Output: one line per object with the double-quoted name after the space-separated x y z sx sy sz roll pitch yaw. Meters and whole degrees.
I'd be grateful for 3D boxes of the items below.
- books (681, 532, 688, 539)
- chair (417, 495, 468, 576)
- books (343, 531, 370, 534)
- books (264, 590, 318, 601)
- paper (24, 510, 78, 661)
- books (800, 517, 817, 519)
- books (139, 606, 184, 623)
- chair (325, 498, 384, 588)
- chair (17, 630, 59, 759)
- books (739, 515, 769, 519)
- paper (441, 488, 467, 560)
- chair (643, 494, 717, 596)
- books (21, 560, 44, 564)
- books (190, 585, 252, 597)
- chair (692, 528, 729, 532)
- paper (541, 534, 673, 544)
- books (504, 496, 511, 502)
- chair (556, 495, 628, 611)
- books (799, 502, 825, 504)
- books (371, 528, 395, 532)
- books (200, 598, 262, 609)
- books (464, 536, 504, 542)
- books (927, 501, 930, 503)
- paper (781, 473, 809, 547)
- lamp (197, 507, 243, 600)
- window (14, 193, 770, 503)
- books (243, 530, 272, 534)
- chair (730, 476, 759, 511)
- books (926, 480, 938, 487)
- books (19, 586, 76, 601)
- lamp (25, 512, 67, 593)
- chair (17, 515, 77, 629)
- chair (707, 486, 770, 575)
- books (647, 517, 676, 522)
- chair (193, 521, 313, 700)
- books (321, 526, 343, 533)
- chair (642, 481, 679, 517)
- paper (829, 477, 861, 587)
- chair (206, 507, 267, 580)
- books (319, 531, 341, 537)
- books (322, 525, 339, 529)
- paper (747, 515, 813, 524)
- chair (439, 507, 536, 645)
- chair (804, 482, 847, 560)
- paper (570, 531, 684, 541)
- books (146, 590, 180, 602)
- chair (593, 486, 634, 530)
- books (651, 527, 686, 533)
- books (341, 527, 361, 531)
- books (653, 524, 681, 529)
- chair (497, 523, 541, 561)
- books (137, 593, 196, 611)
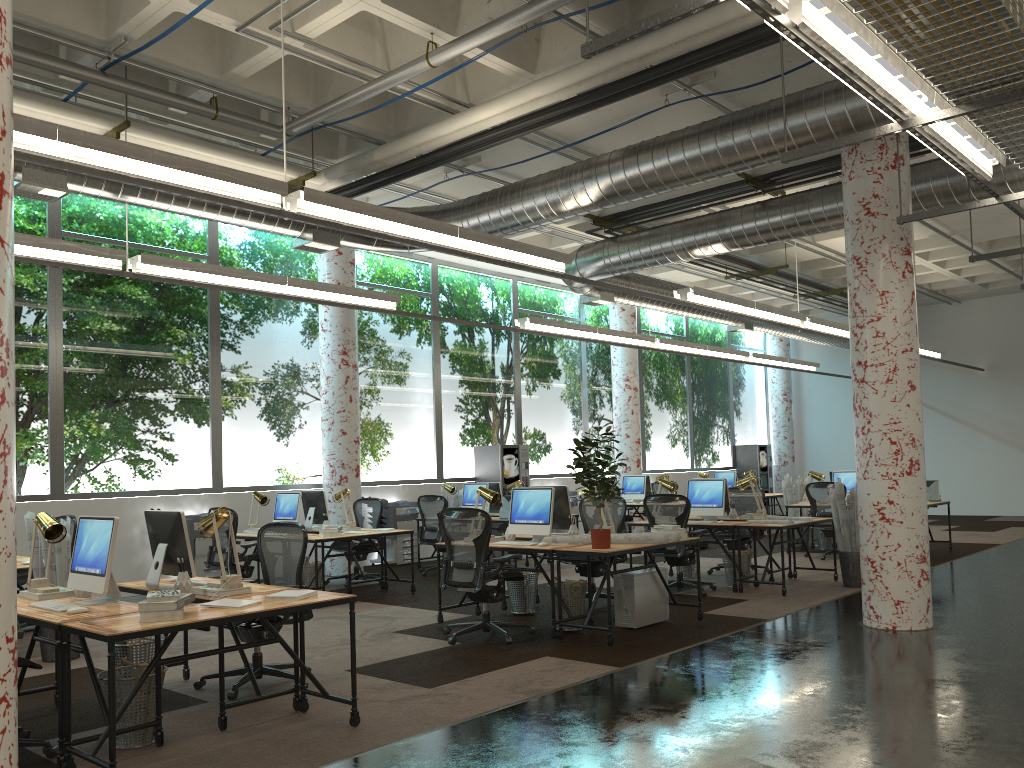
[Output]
1.376 1.334 7.788 0.272 0.050 0.200 -6 -7 39 "books"
-0.958 2.059 12.190 0.771 1.083 0.794 -3 -4 26 "chair"
-1.767 1.688 10.069 0.243 0.019 0.206 -4 -6 19 "books"
-1.231 1.179 4.940 0.200 0.024 0.236 -3 -6 15 "books"
-3.642 1.597 7.100 0.441 1.195 0.413 -3 -3 20 "paper"
3.367 1.540 10.199 0.243 0.019 0.206 -1 -6 -11 "books"
-1.726 1.127 4.370 0.200 0.050 0.272 0 -6 -21 "books"
-1.973 2.010 11.343 0.771 1.083 0.794 -3 -4 26 "chair"
-2.780 1.383 4.516 0.771 1.083 0.794 -3 -4 26 "chair"
2.859 1.565 10.415 0.309 0.038 0.226 -7 -7 42 "books"
-0.892 2.162 13.914 0.441 1.195 0.413 -3 -3 20 "paper"
1.793 1.736 9.715 0.771 1.083 0.794 -3 -4 26 "chair"
-4.018 1.518 7.550 0.243 0.019 0.206 -1 -6 -11 "books"
-1.714 1.211 5.216 0.309 0.038 0.226 -7 -7 42 "books"
3.894 2.419 17.556 0.771 1.083 0.794 -3 -4 26 "chair"
0.778 1.302 7.434 1.135 0.082 0.083 -3 -4 17 "paper"
0.007 1.662 11.928 0.234 0.309 0.068 -5 -4 42 "books"
0.821 1.659 8.818 0.771 1.083 0.794 -3 -4 26 "chair"
4.537 1.796 13.389 0.309 0.038 0.226 -7 -7 42 "books"
-1.504 1.699 10.297 0.200 0.024 0.236 -3 -6 15 "books"
-1.494 1.168 4.712 0.243 0.019 0.206 -4 -6 19 "books"
-0.257 1.423 8.135 0.309 0.038 0.226 -7 -7 42 "books"
5.937 1.711 12.863 0.200 0.024 0.236 -3 -6 15 "books"
4.602 2.029 14.325 0.441 1.195 0.413 -3 -3 20 "paper"
-1.694 1.028 5.196 0.219 0.609 0.529 0 -4 -28 "lamp"
-1.935 -0.278 14.031 0.050 3.753 26.227 -4 -5 42 "window"
-3.052 1.773 10.660 0.309 0.038 0.226 -7 -7 42 "books"
4.974 2.526 19.026 0.771 1.083 0.794 -3 -4 26 "chair"
6.178 1.579 13.089 0.234 0.309 0.068 -5 -4 42 "books"
-2.778 1.253 5.304 0.309 0.038 0.226 -7 -7 42 "books"
-2.810 1.077 5.338 0.219 0.609 0.529 0 -4 -28 "lamp"
-4.511 1.821 8.536 0.771 1.083 0.794 -3 -4 26 "chair"
2.873 1.843 11.186 0.771 1.083 0.794 -3 -4 26 "chair"
1.795 1.606 10.503 0.309 0.038 0.226 -7 -7 42 "books"
-1.700 1.490 5.986 0.771 1.083 0.794 -3 -4 26 "chair"
-1.984 1.601 9.750 0.193 0.044 0.258 -2 -5 -1 "books"
2.795 2.364 16.617 0.771 1.083 0.794 -3 -4 26 "chair"
3.742 1.619 9.750 0.441 1.195 0.413 -3 -3 20 "paper"
-3.053 1.903 9.873 0.771 1.083 0.794 -3 -4 26 "chair"
-2.000 1.646 9.727 0.200 0.050 0.272 0 -6 -21 "books"
-2.000 1.570 9.748 0.153 0.030 0.185 0 -6 -20 "books"
2.948 1.495 9.744 0.569 0.061 0.626 -6 -7 39 "paper"
-0.259 1.553 7.347 0.771 1.083 0.794 -3 -4 26 "chair"
4.535 1.926 12.601 0.771 1.083 0.794 -3 -4 26 "chair"
0.891 1.310 7.558 1.134 0.082 0.083 -2 -4 7 "paper"
-1.727 1.050 4.391 0.153 0.030 0.185 0 -6 -20 "books"
1.715 2.257 15.146 0.771 1.083 0.794 -3 -4 26 "chair"
1.378 1.290 7.817 0.193 0.044 0.258 1 -6 -30 "books"
-1.988 1.731 10.573 0.309 0.038 0.226 -7 -7 42 "books"
1.366 1.258 7.807 0.185 0.030 0.153 -6 -7 40 "books"
0.122 2.165 13.661 0.771 1.083 0.794 -3 -4 26 "chair"
-1.711 1.081 4.394 0.193 0.044 0.258 -2 -5 -1 "books"
